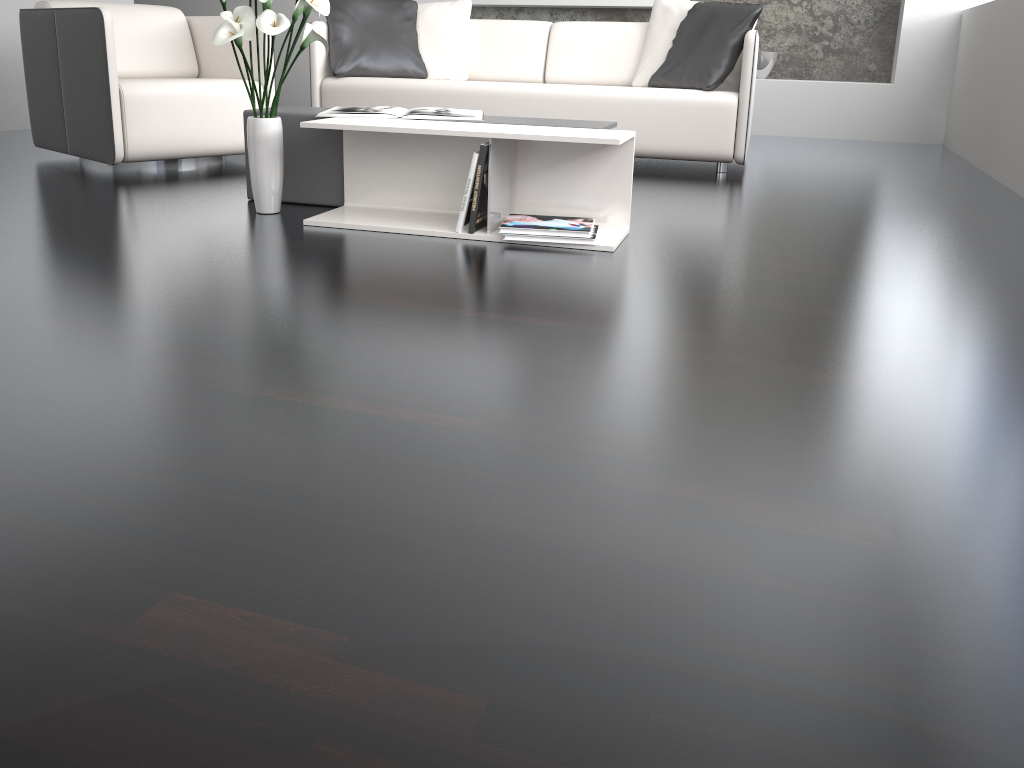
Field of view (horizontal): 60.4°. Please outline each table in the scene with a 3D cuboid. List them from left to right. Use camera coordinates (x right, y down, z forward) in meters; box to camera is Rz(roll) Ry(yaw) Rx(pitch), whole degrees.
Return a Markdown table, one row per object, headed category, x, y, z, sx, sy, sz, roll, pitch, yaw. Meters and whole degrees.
| category | x | y | z | sx | sy | sz | roll | pitch | yaw |
| --- | --- | --- | --- | --- | --- | --- | --- | --- | --- |
| table | -0.291 | -0.772 | 3.060 | 1.262 | 0.304 | 0.307 | 7 | 19 | 15 |
| table | -0.135 | -0.630 | 2.698 | 0.971 | 0.304 | 0.307 | 7 | 19 | 15 |

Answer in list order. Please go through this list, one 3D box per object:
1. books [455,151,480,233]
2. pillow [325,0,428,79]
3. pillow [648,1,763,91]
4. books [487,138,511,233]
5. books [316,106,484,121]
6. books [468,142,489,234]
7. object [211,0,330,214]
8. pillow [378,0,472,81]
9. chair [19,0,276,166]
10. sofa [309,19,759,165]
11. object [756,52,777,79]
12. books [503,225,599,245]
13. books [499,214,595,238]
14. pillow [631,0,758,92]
| category | x | y | z | sx | sy | sz | roll | pitch | yaw |
| --- | --- | --- | --- | --- | --- | --- | --- | --- | --- |
| books | -0.101 | -0.592 | 2.659 | 0.070 | 0.230 | 0.234 | 6 | 18 | 15 |
| pillow | -0.730 | -1.874 | 4.734 | 0.569 | 0.435 | 0.285 | -8 | 19 | -27 |
| pillow | 0.959 | -1.652 | 4.301 | 0.335 | 0.423 | 0.567 | -7 | 20 | -25 |
| books | -0.037 | -0.613 | 2.658 | 0.007 | 0.275 | 0.211 | 6 | 18 | 14 |
| books | -0.372 | -0.939 | 3.043 | 0.548 | 0.016 | 0.371 | 1 | 21 | -2 |
| books | -0.071 | -0.600 | 2.650 | 0.050 | 0.255 | 0.241 | 6 | 18 | 15 |
| object | -0.721 | -0.913 | 2.742 | 0.378 | 0.772 | 0.461 | 2 | 17 | 1 |
| pillow | -0.506 | -1.916 | 4.950 | 0.585 | 0.484 | 0.333 | 4 | 17 | 7 |
| chair | -1.658 | -1.394 | 4.006 | 0.935 | 0.641 | 0.780 | 18 | 25 | 40 |
| sofa | 0.143 | -1.615 | 4.721 | 2.246 | 0.640 | 0.948 | 7 | 20 | 15 |
| object | 1.784 | -2.287 | 6.321 | 0.216 | 0.184 | 0.222 | 5 | 19 | 11 |
| books | 0.120 | -0.448 | 2.597 | 0.263 | 0.016 | 0.220 | 4 | 21 | 7 |
| books | 0.108 | -0.472 | 2.614 | 0.263 | 0.016 | 0.235 | 4 | 21 | 7 |
| pillow | 0.949 | -1.750 | 4.568 | 0.591 | 0.492 | 0.307 | 9 | 18 | 21 |
